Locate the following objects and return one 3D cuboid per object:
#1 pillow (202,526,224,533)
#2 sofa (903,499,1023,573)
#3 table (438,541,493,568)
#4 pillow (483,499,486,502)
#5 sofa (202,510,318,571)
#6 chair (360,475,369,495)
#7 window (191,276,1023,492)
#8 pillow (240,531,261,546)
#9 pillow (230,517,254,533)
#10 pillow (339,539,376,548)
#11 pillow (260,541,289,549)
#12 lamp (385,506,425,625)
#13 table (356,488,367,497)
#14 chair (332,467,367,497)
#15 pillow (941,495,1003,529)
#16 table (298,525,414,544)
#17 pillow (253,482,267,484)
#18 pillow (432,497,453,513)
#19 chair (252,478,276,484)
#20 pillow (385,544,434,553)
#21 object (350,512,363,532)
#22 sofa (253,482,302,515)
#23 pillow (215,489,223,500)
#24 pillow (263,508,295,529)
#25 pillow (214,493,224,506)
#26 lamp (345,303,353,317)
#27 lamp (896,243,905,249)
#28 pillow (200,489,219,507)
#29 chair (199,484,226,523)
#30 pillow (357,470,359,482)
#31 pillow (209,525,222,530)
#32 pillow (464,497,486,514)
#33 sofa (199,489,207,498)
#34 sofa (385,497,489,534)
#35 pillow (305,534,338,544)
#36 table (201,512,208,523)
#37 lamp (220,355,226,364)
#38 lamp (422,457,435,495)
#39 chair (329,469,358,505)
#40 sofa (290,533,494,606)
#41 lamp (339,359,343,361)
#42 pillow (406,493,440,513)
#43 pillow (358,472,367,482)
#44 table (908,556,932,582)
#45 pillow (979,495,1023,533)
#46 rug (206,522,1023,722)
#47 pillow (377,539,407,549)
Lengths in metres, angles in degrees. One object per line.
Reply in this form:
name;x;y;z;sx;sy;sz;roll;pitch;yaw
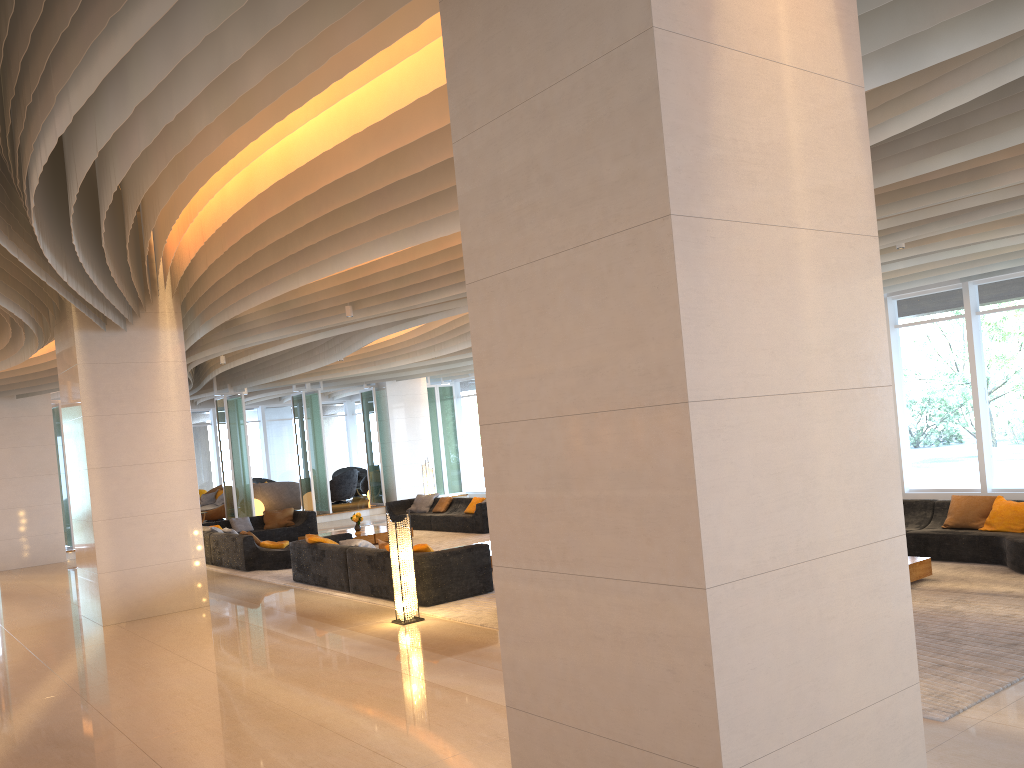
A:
pillow;-5.325;2.743;16.109;0.554;0.377;0.642;-4;-3;-41
sofa;4.764;1.629;9.941;1.355;0.582;4.133;-4;-3;-30
table;0.051;2.415;12.755;1.624;0.220;1.579;-3;-4;-37
pillow;-0.427;2.328;17.190;0.551;0.377;0.634;-5;-2;-15
sofa;-4.289;2.815;16.534;2.866;0.653;5.020;-3;-4;-37
chair;-4.106;3.084;28.263;1.539;1.005;1.121;-4;-2;-34
window;1.922;0.747;17.203;53.989;3.219;22.363;-6;-3;18
pillow;-4.281;2.571;14.674;0.333;0.311;0.418;-4;-2;-35
pillow;-5.572;2.903;18.269;0.413;0.312;0.318;-4;-2;-35
pillow;-1.990;2.232;11.693;0.426;0.377;0.579;-4;-2;-35
pillow;-3.897;2.633;14.574;0.411;0.136;0.416;-5;-3;-3
lamp;-1.124;1.844;9.112;0.254;1.198;0.246;-6;0;-37
table;-4.599;3.522;29.101;1.094;0.318;0.808;-4;-3;-30
chair;-5.293;3.286;29.883;1.535;1.005;1.124;-4;-2;-24
pillow;5.057;1.426;9.764;0.375;0.374;0.568;-4;-2;-38
table;-2.969;2.925;16.823;1.624;0.220;1.579;-3;-4;-37
pillow;-7.665;3.226;27.244;0.367;0.422;0.613;-6;-2;26
pillow;-1.456;2.529;18.553;0.326;0.312;0.402;-4;-2;-39
chair;-7.442;3.337;27.115;1.121;1.005;1.540;-7;-2;36
pillow;-1.069;2.010;10.320;0.630;0.377;0.555;-7;-2;31
object;-2.971;2.637;17.024;0.237;0.377;0.265;-5;-1;-5
sofa;-6.874;3.229;25.189;2.546;0.901;1.118;-6;-2;12
pillow;-8.004;3.110;24.568;0.598;0.422;0.377;-7;-2;31
pillow;-4.935;2.843;18.777;0.643;0.377;0.544;-5;-2;-15
pillow;-7.858;3.121;24.176;0.470;0.408;0.497;-4;-2;-35
lamp;-2.146;-1.608;11.334;0.088;1.506;0.090;-5;0;44
lamp;4.355;-2.292;10.094;0.089;1.506;0.089;-5;0;8
pillow;-8.406;3.166;24.568;0.616;0.454;0.475;-6;-2;14
chair;-8.144;3.252;24.366;1.497;1.005;1.153;-7;-2;41
pillow;-5.419;3.170;30.102;0.614;0.422;0.367;-4;-2;-34
pillow;-5.487;2.767;16.403;0.419;0.335;0.327;-6;-1;18
pillow;-0.738;2.407;17.586;0.326;0.312;0.402;-4;-2;-35
sofa;-9.756;3.484;24.840;1.094;0.900;2.600;-7;-3;43
sofa;-1.274;2.652;18.127;0.955;0.582;3.726;-4;-3;-37
pillow;-2.581;2.265;12.357;0.551;0.377;0.634;-5;-2;-15
table;-8.522;3.580;23.396;1.066;0.318;0.830;-7;-3;35
lamp;-5.113;-1.098;15.468;0.089;1.506;0.089;-5;0;8
lamp;-1.897;2.411;20.361;0.254;1.451;0.246;-6;0;-37
chair;-5.271;3.120;26.917;1.123;1.005;1.536;-6;-2;26
sofa;-1.698;2.323;11.422;0.955;0.582;3.726;-4;-3;-37
lamp;-3.318;-1.193;16.835;0.089;1.506;0.089;-5;0;8
pillow;-1.939;2.583;19.227;0.630;0.377;0.555;-7;-2;31
pillow;-4.996;3.175;30.077;0.506;0.408;0.462;-5;-2;-10
table;2.988;1.918;8.800;1.624;0.220;1.579;-3;-4;-37
pillow;5.306;1.394;9.332;0.481;0.403;0.599;-4;-2;-30
rug;-0.127;2.559;13.012;5.592;0.022;16.001;-3;-4;-37
pillow;-1.385;2.091;10.872;0.450;0.409;0.593;-4;-2;-35
